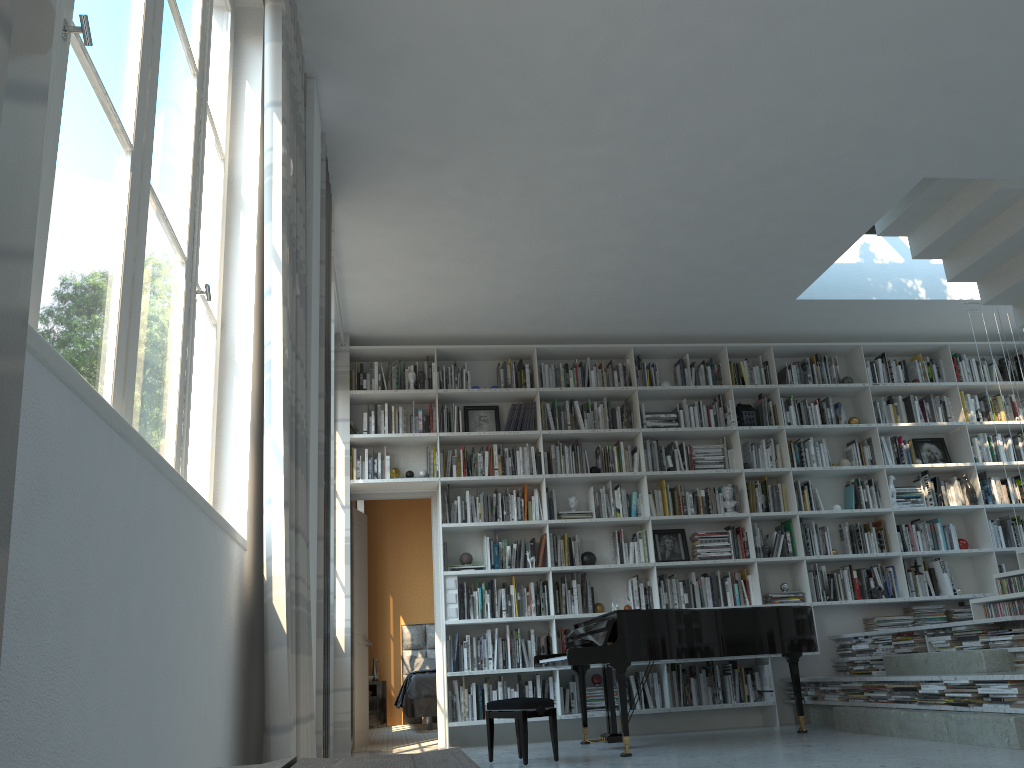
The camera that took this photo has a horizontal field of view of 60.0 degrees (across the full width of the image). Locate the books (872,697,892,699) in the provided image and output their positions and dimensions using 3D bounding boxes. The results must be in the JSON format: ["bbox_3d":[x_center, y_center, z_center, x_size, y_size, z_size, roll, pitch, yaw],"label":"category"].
[{"bbox_3d":[2.483,2.049,5.793,0.132,0.009,0.270,-1,-18,-7],"label":"books"}]

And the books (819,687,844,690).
[{"bbox_3d":[2.373,2.190,6.394,0.180,0.015,0.295,0,-19,-10],"label":"books"}]

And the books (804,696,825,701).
[{"bbox_3d":[2.339,2.358,6.662,0.189,0.029,0.238,-1,-18,-8],"label":"books"}]

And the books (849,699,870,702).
[{"bbox_3d":[2.429,2.166,6.078,0.157,0.014,0.181,0,-19,-11],"label":"books"}]

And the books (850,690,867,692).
[{"bbox_3d":[2.434,2.105,6.098,0.140,0.013,0.181,-2,-18,-5],"label":"books"}]

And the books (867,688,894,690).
[{"bbox_3d":[2.463,1.994,5.808,0.169,0.009,0.242,-1,-18,-8],"label":"books"}]

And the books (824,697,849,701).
[{"bbox_3d":[2.377,2.260,6.372,0.177,0.026,0.231,-2,-18,-5],"label":"books"}]

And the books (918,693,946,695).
[{"bbox_3d":[2.536,1.819,5.220,0.171,0.007,0.261,-2,-18,-5],"label":"books"}]

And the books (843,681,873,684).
[{"bbox_3d":[2.417,2.056,6.112,0.174,0.011,0.228,0,-19,-9],"label":"books"}]

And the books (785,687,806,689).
[{"bbox_3d":[2.288,2.380,6.960,0.191,0.013,0.244,1,-19,-12],"label":"books"}]

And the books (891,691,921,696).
[{"bbox_3d":[2.498,1.918,5.508,0.160,0.025,0.244,1,-19,-13],"label":"books"}]

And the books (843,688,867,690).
[{"bbox_3d":[2.415,2.095,6.099,0.169,0.009,0.242,1,-19,-12],"label":"books"}]

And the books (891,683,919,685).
[{"bbox_3d":[2.507,1.865,5.527,0.157,0.007,0.269,-1,-18,-8],"label":"books"}]

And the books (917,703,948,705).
[{"bbox_3d":[2.528,1.875,5.201,0.193,0.005,0.225,1,-19,-12],"label":"books"}]

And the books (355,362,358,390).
[{"bbox_3d":[-1.292,-0.021,7.370,0.014,0.285,0.175,-1,-18,-8],"label":"books"}]

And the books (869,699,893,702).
[{"bbox_3d":[2.461,2.062,5.786,0.161,0.008,0.255,-2,-18,-3],"label":"books"}]

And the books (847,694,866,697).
[{"bbox_3d":[2.428,2.135,6.088,0.165,0.012,0.205,-1,-18,-8],"label":"books"}]

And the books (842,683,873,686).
[{"bbox_3d":[2.414,2.068,6.108,0.171,0.015,0.253,0,-19,-11],"label":"books"}]

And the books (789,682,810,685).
[{"bbox_3d":[2.306,2.351,6.973,0.158,0.014,0.235,0,-19,-10],"label":"books"}]

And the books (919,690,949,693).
[{"bbox_3d":[2.533,1.808,5.223,0.180,0.016,0.183,0,-19,-11],"label":"books"}]

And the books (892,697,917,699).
[{"bbox_3d":[2.507,1.944,5.501,0.147,0.008,0.291,1,-19,-12],"label":"books"}]

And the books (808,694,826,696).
[{"bbox_3d":[2.350,2.338,6.670,0.147,0.012,0.207,1,-19,-13],"label":"books"}]

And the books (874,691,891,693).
[{"bbox_3d":[2.477,2.013,5.804,0.140,0.013,0.181,-1,-18,-7],"label":"books"}]

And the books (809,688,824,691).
[{"bbox_3d":[2.356,2.297,6.685,0.143,0.019,0.231,-1,-18,-7],"label":"books"}]

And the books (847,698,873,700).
[{"bbox_3d":[2.437,2.155,6.082,0.140,0.008,0.284,0,-19,-10],"label":"books"}]

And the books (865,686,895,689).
[{"bbox_3d":[2.454,1.984,5.811,0.165,0.014,0.236,1,-19,-13],"label":"books"}]

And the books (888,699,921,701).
[{"bbox_3d":[2.489,1.953,5.496,0.189,0.009,0.292,-2,-18,-5],"label":"books"}]

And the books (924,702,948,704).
[{"bbox_3d":[2.547,1.868,5.206,0.147,0.008,0.237,-2,-18,-3],"label":"books"}]

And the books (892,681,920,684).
[{"bbox_3d":[2.503,1.859,5.528,0.160,0.008,0.240,-1,-18,-7],"label":"books"}]

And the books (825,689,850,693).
[{"bbox_3d":[2.377,2.206,6.389,0.171,0.020,0.194,-2,-18,-4],"label":"books"}]

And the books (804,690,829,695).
[{"bbox_3d":[2.329,2.319,6.674,0.191,0.028,0.213,-2,-18,-4],"label":"books"}]

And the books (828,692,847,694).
[{"bbox_3d":[2.394,2.221,6.386,0.147,0.012,0.207,-1,-18,-7],"label":"books"}]

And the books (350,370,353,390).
[{"bbox_3d":[-1.334,0.014,7.373,0.024,0.227,0.130,-1,-18,-8],"label":"books"}]

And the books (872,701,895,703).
[{"bbox_3d":[2.476,2.070,5.785,0.147,0.008,0.237,0,-19,-9],"label":"books"}]

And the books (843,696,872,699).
[{"bbox_3d":[2.424,2.146,6.083,0.159,0.012,0.293,0,-19,-11],"label":"books"}]

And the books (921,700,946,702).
[{"bbox_3d":[2.544,1.855,5.209,0.159,0.009,0.276,-2,-18,-5],"label":"books"}]

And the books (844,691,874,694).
[{"bbox_3d":[2.421,2.116,6.093,0.159,0.011,0.247,1,-19,-12],"label":"books"}]

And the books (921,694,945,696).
[{"bbox_3d":[2.554,1.827,5.220,0.145,0.010,0.267,0,-19,-9],"label":"books"}]

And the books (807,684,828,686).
[{"bbox_3d":[2.358,2.268,6.694,0.135,0.014,0.298,-1,-18,-7],"label":"books"}]

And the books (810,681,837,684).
[{"bbox_3d":[2.352,2.253,6.698,0.137,0.018,0.201,-2,-18,-4],"label":"books"}]

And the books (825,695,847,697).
[{"bbox_3d":[2.383,2.241,6.379,0.172,0.014,0.221,-1,-18,-7],"label":"books"}]

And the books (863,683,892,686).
[{"bbox_3d":[2.451,1.972,5.814,0.179,0.012,0.250,0,-19,-11],"label":"books"}]

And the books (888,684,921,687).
[{"bbox_3d":[2.494,1.875,5.522,0.170,0.014,0.282,0,-19,-11],"label":"books"}]

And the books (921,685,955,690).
[{"bbox_3d":[2.546,1.787,5.232,0.141,0.028,0.223,1,-19,-13],"label":"books"}]

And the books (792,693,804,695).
[{"bbox_3d":[2.321,2.427,6.949,0.122,0.008,0.292,1,-19,-13],"label":"books"}]

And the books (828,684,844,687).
[{"bbox_3d":[2.395,2.174,6.402,0.130,0.018,0.256,-2,-18,-5],"label":"books"}]

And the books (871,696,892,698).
[{"bbox_3d":[2.475,2.038,5.795,0.130,0.014,0.250,1,-19,-13],"label":"books"}]

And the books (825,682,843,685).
[{"bbox_3d":[2.381,2.162,6.404,0.159,0.006,0.286,-1,-18,-6],"label":"books"}]

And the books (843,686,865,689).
[{"bbox_3d":[2.408,2.083,6.102,0.182,0.016,0.199,-2,-18,-3],"label":"books"}]

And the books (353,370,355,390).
[{"bbox_3d":[-1.310,0.012,7.366,0.023,0.222,0.151,-1,-18,-8],"label":"books"}]

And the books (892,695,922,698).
[{"bbox_3d":[2.498,1.935,5.502,0.177,0.011,0.221,-1,-18,-6],"label":"books"}]

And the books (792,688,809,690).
[{"bbox_3d":[2.320,2.392,6.961,0.136,0.013,0.259,0,-19,-10],"label":"books"}]

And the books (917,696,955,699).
[{"bbox_3d":[2.531,1.838,5.213,0.189,0.013,0.216,0,-19,-10],"label":"books"}]

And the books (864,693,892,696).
[{"bbox_3d":[2.456,2.026,5.797,0.182,0.013,0.288,-1,-18,-7],"label":"books"}]

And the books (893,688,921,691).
[{"bbox_3d":[2.508,1.898,5.516,0.142,0.017,0.240,1,-19,-12],"label":"books"}]

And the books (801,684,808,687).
[{"bbox_3d":[2.322,2.366,6.970,0.133,0.017,0.232,-1,-18,-7],"label":"books"}]

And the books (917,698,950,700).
[{"bbox_3d":[2.538,1.847,5.211,0.180,0.008,0.268,0,-19,-9],"label":"books"}]

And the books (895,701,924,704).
[{"bbox_3d":[2.511,1.969,5.493,0.142,0.012,0.292,-2,-18,-4],"label":"books"}]

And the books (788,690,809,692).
[{"bbox_3d":[2.297,2.403,6.954,0.188,0.009,0.211,0,-19,-9],"label":"books"}]

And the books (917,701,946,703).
[{"bbox_3d":[2.543,1.862,5.207,0.171,0.005,0.298,0,-19,-9],"label":"books"}]
